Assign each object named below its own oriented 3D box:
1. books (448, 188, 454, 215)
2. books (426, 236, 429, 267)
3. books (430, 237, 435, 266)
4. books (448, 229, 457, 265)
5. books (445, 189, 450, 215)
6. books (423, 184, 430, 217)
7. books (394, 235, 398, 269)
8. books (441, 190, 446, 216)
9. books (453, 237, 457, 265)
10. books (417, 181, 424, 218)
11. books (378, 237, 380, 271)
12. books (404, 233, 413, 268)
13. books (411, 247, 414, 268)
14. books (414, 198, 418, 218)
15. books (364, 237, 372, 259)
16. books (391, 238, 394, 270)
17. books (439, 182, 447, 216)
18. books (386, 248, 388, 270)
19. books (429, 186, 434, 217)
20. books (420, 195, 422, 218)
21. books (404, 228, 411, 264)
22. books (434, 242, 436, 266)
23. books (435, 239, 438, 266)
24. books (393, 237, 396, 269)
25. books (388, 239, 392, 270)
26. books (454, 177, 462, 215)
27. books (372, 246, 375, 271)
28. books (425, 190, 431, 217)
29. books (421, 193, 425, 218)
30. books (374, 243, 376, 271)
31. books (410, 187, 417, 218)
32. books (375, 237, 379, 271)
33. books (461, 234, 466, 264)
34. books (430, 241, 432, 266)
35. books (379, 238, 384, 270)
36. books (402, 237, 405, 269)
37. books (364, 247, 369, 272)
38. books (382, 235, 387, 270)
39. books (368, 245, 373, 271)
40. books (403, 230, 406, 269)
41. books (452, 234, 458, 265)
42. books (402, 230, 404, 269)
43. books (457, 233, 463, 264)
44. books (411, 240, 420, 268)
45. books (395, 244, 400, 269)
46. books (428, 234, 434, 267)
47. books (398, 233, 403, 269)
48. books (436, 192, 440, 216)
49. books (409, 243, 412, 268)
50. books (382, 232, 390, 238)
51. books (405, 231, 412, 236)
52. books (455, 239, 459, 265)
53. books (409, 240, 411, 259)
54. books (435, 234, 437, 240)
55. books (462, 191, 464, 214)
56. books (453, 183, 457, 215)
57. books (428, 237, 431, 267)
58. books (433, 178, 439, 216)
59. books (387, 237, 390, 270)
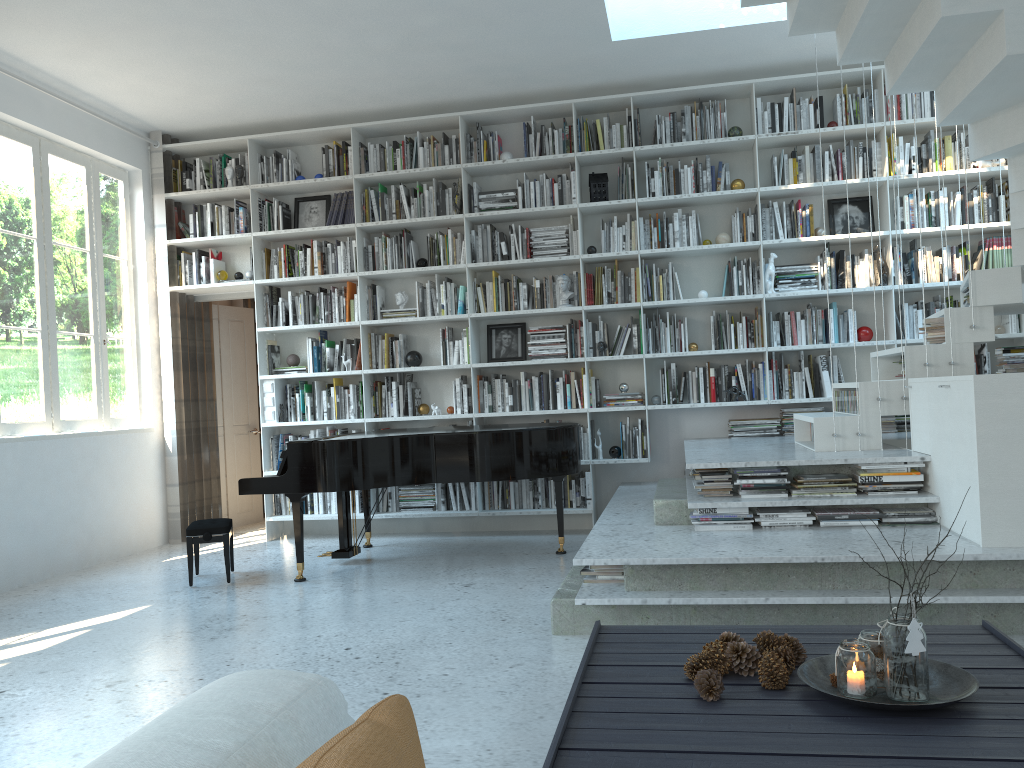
[{"bbox_3d":[-0.447,-1.358,6.751,0.025,0.237,0.153,-3,0,11],"label":"books"},{"bbox_3d":[-0.624,-0.992,6.783,0.005,0.254,0.161,-3,0,11],"label":"books"},{"bbox_3d":[-0.590,-0.985,6.748,0.005,0.236,0.178,-3,-1,11],"label":"books"},{"bbox_3d":[-0.445,-1.015,6.734,0.022,0.284,0.190,-3,0,11],"label":"books"},{"bbox_3d":[-0.472,-1.350,6.740,0.022,0.222,0.161,-3,0,11],"label":"books"},{"bbox_3d":[-0.641,-1.373,6.785,0.026,0.286,0.137,-3,0,11],"label":"books"},{"bbox_3d":[-0.868,-0.991,6.813,0.011,0.279,0.169,-3,0,11],"label":"books"},{"bbox_3d":[-0.498,-1.346,6.741,0.030,0.218,0.182,-3,-1,11],"label":"books"},{"bbox_3d":[-0.416,-0.989,6.739,0.011,0.229,0.165,-3,0,11],"label":"books"},{"bbox_3d":[-0.696,-1.381,6.783,0.012,0.308,0.145,-3,0,11],"label":"books"},{"bbox_3d":[-1.000,-0.983,6.837,0.012,0.276,0.157,-3,0,11],"label":"books"},{"bbox_3d":[-0.783,-0.999,6.788,0.011,0.287,0.189,-3,0,11],"label":"books"},{"bbox_3d":[-0.749,-0.962,6.808,0.004,0.209,0.132,-3,0,11],"label":"books"},{"bbox_3d":[-0.712,-1.316,6.786,0.028,0.180,0.168,-3,-1,11],"label":"books"},{"bbox_3d":[-1.111,-0.981,6.876,0.012,0.285,0.159,-3,0,11],"label":"books"},{"bbox_3d":[-0.896,-0.981,6.829,0.010,0.261,0.169,-3,0,11],"label":"books"},{"bbox_3d":[-0.521,-1.381,6.766,0.022,0.290,0.146,-3,0,11],"label":"books"},{"bbox_3d":[-0.933,-0.941,6.835,0.029,0.187,0.149,-3,-1,11],"label":"books"},{"bbox_3d":[-0.594,-1.363,6.771,0.028,0.261,0.135,-3,0,11],"label":"books"},{"bbox_3d":[-0.671,-1.334,6.805,0.024,0.212,0.128,-3,0,11],"label":"books"},{"bbox_3d":[-0.797,-1.020,6.813,0.005,0.331,0.161,-3,0,11],"label":"books"},{"bbox_3d":[-0.567,-0.968,6.766,0.011,0.200,0.162,-3,-1,11],"label":"books"},{"bbox_3d":[-0.555,-0.977,6.740,0.006,0.216,0.181,-3,-1,11],"label":"books"},{"bbox_3d":[-0.879,-0.981,6.809,0.009,0.261,0.180,-3,0,11],"label":"books"},{"bbox_3d":[-0.911,-0.975,6.807,0.012,0.251,0.184,-3,0,11],"label":"books"},{"bbox_3d":[-0.398,-1.394,6.722,0.058,0.302,0.175,-3,0,11],"label":"books"},{"bbox_3d":[-1.048,-0.951,6.871,0.024,0.219,0.140,-3,0,11],"label":"books"},{"bbox_3d":[-0.621,-1.344,6.757,0.021,0.226,0.191,-3,-1,11],"label":"books"},{"bbox_3d":[-0.659,-1.333,6.775,0.010,0.208,0.173,-3,-1,11],"label":"books"},{"bbox_3d":[-1.033,-0.963,6.855,0.012,0.240,0.134,-3,0,11],"label":"books"},{"bbox_3d":[-0.740,-1.357,6.798,0.027,0.265,0.168,-3,0,11],"label":"books"},{"bbox_3d":[-1.017,-0.983,6.845,0.026,0.279,0.151,-3,0,11],"label":"books"},{"bbox_3d":[-0.340,-0.997,6.693,0.064,0.237,0.208,-3,-1,11],"label":"books"},{"bbox_3d":[-0.593,-0.974,6.775,0.013,0.216,0.149,-3,0,11],"label":"books"},{"bbox_3d":[-0.982,-0.977,6.835,0.024,0.262,0.177,-3,0,11],"label":"books"},{"bbox_3d":[-0.809,-0.985,6.806,0.010,0.262,0.158,-3,0,11],"label":"books"},{"bbox_3d":[-1.100,-0.943,6.857,0.015,0.207,0.186,-3,-1,11],"label":"books"},{"bbox_3d":[-0.957,-0.989,6.822,0.010,0.283,0.184,-3,0,11],"label":"books"},{"bbox_3d":[-1.074,-0.953,6.877,0.029,0.225,0.136,-3,0,11],"label":"books"},{"bbox_3d":[-0.801,-1.013,6.817,0.005,0.316,0.157,-3,0,11],"label":"books"},{"bbox_3d":[-0.428,-1.003,6.738,0.010,0.257,0.140,-3,0,11],"label":"books"},{"bbox_3d":[-0.816,-1.014,6.814,0.004,0.321,0.153,-3,0,11],"label":"books"},{"bbox_3d":[-0.378,-1.005,6.723,0.022,0.257,0.155,-3,0,11],"label":"books"},{"bbox_3d":[-0.735,-0.974,6.798,0.031,0.232,0.147,-3,0,11],"label":"books"},{"bbox_3d":[-0.857,-0.957,6.804,0.011,0.209,0.181,-3,-1,11],"label":"books"},{"bbox_3d":[-0.614,-1.003,6.789,0.012,0.276,0.129,-3,0,11],"label":"books"},{"bbox_3d":[-0.837,-0.999,6.805,0.011,0.291,0.176,-3,0,11],"label":"books"},{"bbox_3d":[-0.542,-1.342,6.768,0.024,0.213,0.150,-3,0,11],"label":"books"},{"bbox_3d":[-0.757,-0.966,6.811,0.012,0.218,0.151,-3,0,11],"label":"books"},{"bbox_3d":[-0.964,-1.005,6.845,0.011,0.317,0.154,-3,0,11],"label":"books"},{"bbox_3d":[-0.791,-1.008,6.811,0.005,0.305,0.162,-3,0,11],"label":"books"},{"bbox_3d":[-0.398,-0.983,6.736,0.024,0.216,0.142,-3,0,11],"label":"books"},{"bbox_3d":[-0.766,-0.975,6.820,0.009,0.237,0.134,-3,0,11],"label":"books"},{"bbox_3d":[-0.558,-1.001,6.773,0.009,0.266,0.149,-3,0,11],"label":"books"},{"bbox_3d":[-0.349,-1.351,6.738,0.028,0.212,0.134,-3,0,11],"label":"books"},{"bbox_3d":[-0.412,-1.374,6.725,0.055,0.264,0.167,-3,0,11],"label":"books"},{"bbox_3d":[-0.606,-0.986,6.760,0.005,0.240,0.173,-3,0,11],"label":"books"},{"bbox_3d":[-0.566,-1.391,6.751,0.011,0.313,0.183,-3,0,11],"label":"books"},{"bbox_3d":[-0.921,-0.980,6.808,0.009,0.263,0.189,-3,0,11],"label":"books"}]
